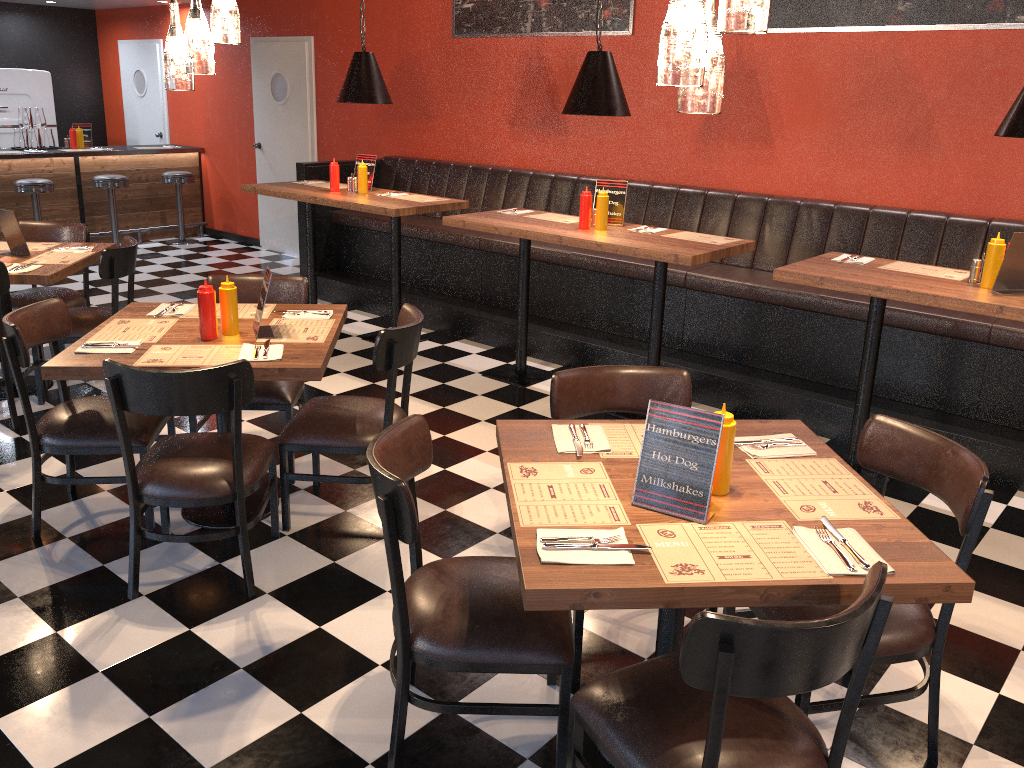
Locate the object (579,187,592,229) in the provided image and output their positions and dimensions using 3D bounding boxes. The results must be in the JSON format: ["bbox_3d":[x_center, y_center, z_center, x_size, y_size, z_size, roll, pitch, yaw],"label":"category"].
[{"bbox_3d":[0.416,-0.995,4.998,0.068,0.235,0.068,-7,19,-28],"label":"object"}]

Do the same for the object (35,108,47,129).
[{"bbox_3d":[-4.863,-2.740,9.131,0.105,0.206,0.107,0,17,-5],"label":"object"}]

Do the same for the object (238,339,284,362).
[{"bbox_3d":[-0.937,-0.129,3.318,0.157,0.019,0.258,-2,19,-12],"label":"object"}]

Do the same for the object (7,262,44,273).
[{"bbox_3d":[-2.552,-0.609,4.610,0.157,0.019,0.258,0,18,-4],"label":"object"}]

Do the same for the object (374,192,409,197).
[{"bbox_3d":[-0.868,-1.349,6.285,0.158,0.019,0.257,15,23,34],"label":"object"}]

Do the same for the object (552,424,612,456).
[{"bbox_3d":[0.201,0.160,2.558,0.157,0.019,0.258,1,18,-3],"label":"object"}]

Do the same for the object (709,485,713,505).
[{"bbox_3d":[0.464,0.182,2.174,0.068,0.235,0.068,-14,23,-42],"label":"object"}]

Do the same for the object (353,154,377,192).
[{"bbox_3d":[-1.083,-1.549,6.491,0.189,0.254,0.073,12,19,30],"label":"object"}]

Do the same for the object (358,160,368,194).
[{"bbox_3d":[-1.061,-1.472,6.294,0.068,0.235,0.068,6,17,14],"label":"object"}]

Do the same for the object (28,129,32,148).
[{"bbox_3d":[-4.997,-2.552,9.208,0.105,0.206,0.107,0,17,-5],"label":"object"}]

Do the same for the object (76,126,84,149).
[{"bbox_3d":[-4.600,-2.627,9.430,0.068,0.235,0.068,4,17,9],"label":"object"}]

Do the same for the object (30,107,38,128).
[{"bbox_3d":[-4.952,-2.764,9.196,0.105,0.206,0.107,0,17,-5],"label":"object"}]

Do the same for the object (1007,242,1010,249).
[{"bbox_3d":[2.118,-0.522,3.736,0.068,0.235,0.068,13,20,33],"label":"object"}]

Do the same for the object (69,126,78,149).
[{"bbox_3d":[-4.626,-2.599,9.344,0.068,0.235,0.068,-4,17,-18],"label":"object"}]

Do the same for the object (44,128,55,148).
[{"bbox_3d":[-4.824,-2.555,9.232,0.105,0.206,0.107,0,17,-5],"label":"object"}]

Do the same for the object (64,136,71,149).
[{"bbox_3d":[-4.711,-2.569,9.406,0.047,0.134,0.094,13,20,33],"label":"object"}]

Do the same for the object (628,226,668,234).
[{"bbox_3d":[0.760,-0.878,5.024,0.158,0.019,0.257,15,23,34],"label":"object"}]

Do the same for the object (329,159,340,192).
[{"bbox_3d":[-1.274,-1.500,6.358,0.068,0.235,0.068,6,17,14],"label":"object"}]

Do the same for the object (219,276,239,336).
[{"bbox_3d":[-1.122,-0.313,3.509,0.068,0.235,0.068,-14,23,-42],"label":"object"}]

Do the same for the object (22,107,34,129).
[{"bbox_3d":[-4.948,-2.716,9.052,0.105,0.206,0.107,0,17,-5],"label":"object"}]

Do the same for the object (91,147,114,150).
[{"bbox_3d":[-4.388,-2.515,9.455,0.256,0.019,0.158,14,22,33],"label":"object"}]

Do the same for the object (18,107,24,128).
[{"bbox_3d":[-5.020,-2.736,9.105,0.105,0.206,0.107,0,17,-5],"label":"object"}]

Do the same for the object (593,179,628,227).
[{"bbox_3d":[0.570,-1.057,5.170,0.188,0.254,0.073,8,17,19],"label":"object"}]

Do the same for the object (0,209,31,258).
[{"bbox_3d":[-2.770,-0.841,4.911,0.189,0.254,0.073,11,19,29],"label":"object"}]

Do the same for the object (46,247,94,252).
[{"bbox_3d":[-2.570,-0.784,5.135,0.255,0.019,0.159,-2,19,-10],"label":"object"}]

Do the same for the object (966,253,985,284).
[{"bbox_3d":[2.027,-0.500,3.827,0.094,0.134,0.047,3,17,5],"label":"object"}]

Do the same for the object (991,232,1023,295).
[{"bbox_3d":[2.100,-0.499,3.638,0.188,0.254,0.073,-1,17,-9],"label":"object"}]

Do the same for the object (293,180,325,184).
[{"bbox_3d":[-1.592,-1.571,6.884,0.158,0.019,0.257,15,23,34],"label":"object"}]

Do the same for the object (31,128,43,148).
[{"bbox_3d":[-4.909,-2.529,9.146,0.105,0.206,0.107,0,17,-5],"label":"object"}]

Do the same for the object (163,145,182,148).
[{"bbox_3d":[-3.861,-2.697,10.052,0.158,0.019,0.257,-13,23,-37],"label":"object"}]

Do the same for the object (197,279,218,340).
[{"bbox_3d":[-1.184,-0.292,3.441,0.068,0.235,0.068,-14,23,-42],"label":"object"}]

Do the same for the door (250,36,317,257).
[{"bbox_3d":[-2.347,-2.415,9.096,1.032,2.153,0.162,15,21,38],"label":"door"}]

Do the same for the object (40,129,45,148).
[{"bbox_3d":[-4.920,-2.579,9.296,0.105,0.206,0.107,0,17,-5],"label":"object"}]

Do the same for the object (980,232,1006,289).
[{"bbox_3d":[2.025,-0.520,3.722,0.068,0.235,0.068,11,19,28],"label":"object"}]

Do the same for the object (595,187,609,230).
[{"bbox_3d":[0.508,-0.986,4.980,0.068,0.235,0.068,-12,21,-39],"label":"object"}]

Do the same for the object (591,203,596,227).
[{"bbox_3d":[0.458,-0.972,5.096,0.094,0.134,0.047,11,19,29],"label":"object"}]

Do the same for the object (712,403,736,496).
[{"bbox_3d":[0.526,0.161,2.242,0.068,0.235,0.068,-14,23,-42],"label":"object"}]

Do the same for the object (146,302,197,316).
[{"bbox_3d":[-1.483,-0.322,3.848,0.157,0.019,0.258,1,18,-2],"label":"object"}]

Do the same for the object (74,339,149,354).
[{"bbox_3d":[-1.484,-0.144,3.312,0.255,0.019,0.159,0,18,-5],"label":"object"}]

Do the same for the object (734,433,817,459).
[{"bbox_3d":[0.734,0.175,2.564,0.255,0.019,0.159,-2,19,-11],"label":"object"}]

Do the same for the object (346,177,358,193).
[{"bbox_3d":[-1.149,-1.451,6.383,0.094,0.134,0.047,12,19,30],"label":"object"}]

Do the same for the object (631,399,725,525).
[{"bbox_3d":[0.396,0.185,2.127,0.189,0.254,0.073,11,19,29],"label":"object"}]

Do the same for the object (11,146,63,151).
[{"bbox_3d":[-4.947,-2.454,9.222,0.274,0.018,0.440,17,23,37],"label":"object"}]

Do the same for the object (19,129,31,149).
[{"bbox_3d":[-4.988,-2.507,9.072,0.105,0.206,0.107,0,17,-5],"label":"object"}]

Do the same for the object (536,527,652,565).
[{"bbox_3d":[0.181,0.355,1.970,0.255,0.019,0.159,1,18,-2],"label":"object"}]

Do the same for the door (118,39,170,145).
[{"bbox_3d":[-4.482,-3.060,10.831,1.032,2.153,0.162,15,21,38],"label":"door"}]

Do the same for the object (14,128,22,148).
[{"bbox_3d":[-5.081,-2.529,9.131,0.105,0.206,0.107,0,17,-5],"label":"object"}]

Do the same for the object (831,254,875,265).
[{"bbox_3d":[1.647,-0.606,4.291,0.158,0.019,0.257,15,23,34],"label":"object"}]

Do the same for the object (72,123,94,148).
[{"bbox_3d":[-4.635,-2.682,9.560,0.188,0.254,0.073,-3,17,-14],"label":"object"}]

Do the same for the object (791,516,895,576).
[{"bbox_3d":[0.736,0.361,2.005,0.157,0.019,0.258,0,18,-5],"label":"object"}]

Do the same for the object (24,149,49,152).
[{"bbox_3d":[-4.810,-2.355,8.935,0.256,0.019,0.158,15,22,34],"label":"object"}]

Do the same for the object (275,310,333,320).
[{"bbox_3d":[-0.910,-0.306,3.855,0.255,0.019,0.159,1,18,-3],"label":"object"}]

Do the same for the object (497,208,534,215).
[{"bbox_3d":[0.010,-1.095,5.604,0.158,0.019,0.257,15,23,34],"label":"object"}]

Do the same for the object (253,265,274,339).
[{"bbox_3d":[-1.000,-0.330,3.544,0.072,0.254,0.190,-4,18,-19],"label":"object"}]
